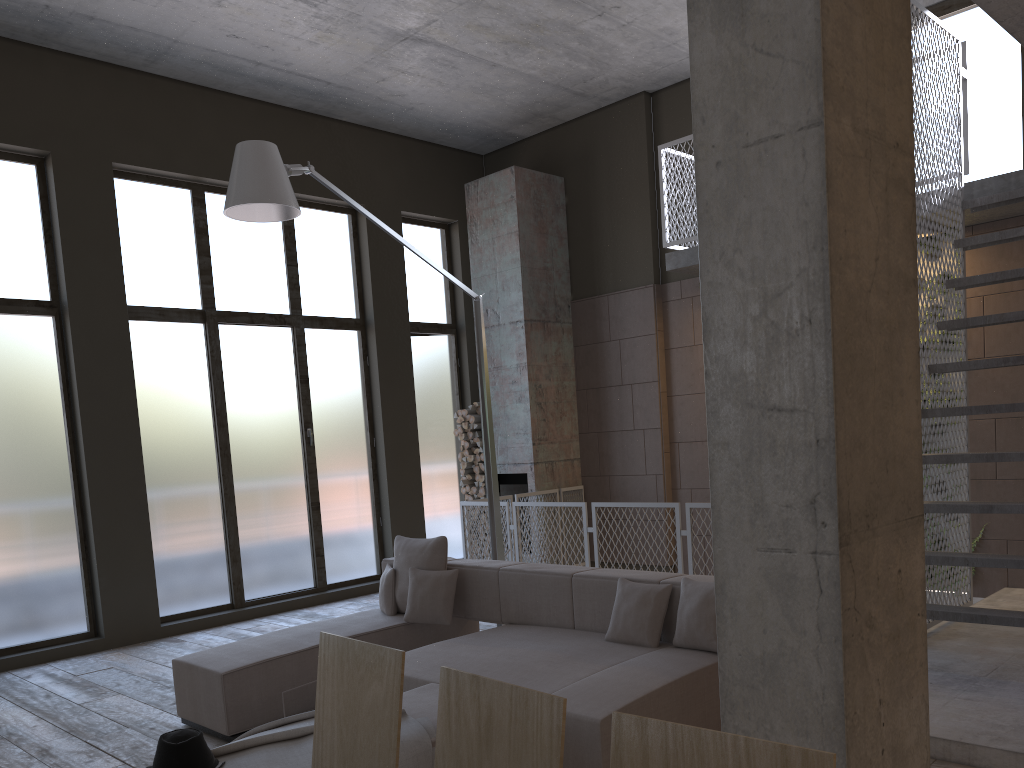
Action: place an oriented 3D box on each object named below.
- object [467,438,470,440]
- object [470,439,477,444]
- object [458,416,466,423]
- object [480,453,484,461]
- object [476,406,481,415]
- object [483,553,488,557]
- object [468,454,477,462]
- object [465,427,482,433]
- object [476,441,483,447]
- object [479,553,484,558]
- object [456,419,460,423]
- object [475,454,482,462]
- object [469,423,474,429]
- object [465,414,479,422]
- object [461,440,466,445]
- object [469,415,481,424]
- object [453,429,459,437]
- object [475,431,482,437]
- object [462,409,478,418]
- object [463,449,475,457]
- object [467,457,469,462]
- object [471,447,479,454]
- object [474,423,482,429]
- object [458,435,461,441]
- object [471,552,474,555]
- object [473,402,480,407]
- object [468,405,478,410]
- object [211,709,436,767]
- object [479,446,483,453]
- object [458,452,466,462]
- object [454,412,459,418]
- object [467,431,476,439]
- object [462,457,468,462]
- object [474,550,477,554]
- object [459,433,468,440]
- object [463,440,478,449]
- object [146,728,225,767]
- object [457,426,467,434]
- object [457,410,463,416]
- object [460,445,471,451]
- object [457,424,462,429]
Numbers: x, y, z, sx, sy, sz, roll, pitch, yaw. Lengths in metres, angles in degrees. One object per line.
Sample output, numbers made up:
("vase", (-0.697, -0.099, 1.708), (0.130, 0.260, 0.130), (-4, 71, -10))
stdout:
("object", (-0.425, 0.647, 10.616), (0.089, 0.057, 0.330), (-5, -3, 44))
("object", (-0.361, 0.681, 10.595), (0.064, 0.075, 0.357), (-3, -1, 43))
("object", (-0.459, 0.422, 10.589), (0.113, 0.080, 0.432), (-4, -3, 44))
("object", (-0.192, 0.861, 10.492), (0.092, 0.093, 0.434), (-3, -2, 44))
("object", (-0.287, 0.320, 10.532), (0.292, 0.108, 0.099), (-2, -1, -44))
("object", (-0.200, 2.038, 10.641), (0.361, 0.068, 0.122), (-1, -3, -44))
("object", (-0.323, 0.885, 10.603), (0.094, 0.084, 0.476), (-4, -2, 44))
("object", (-0.372, 0.547, 10.573), (0.115, 0.080, 0.432), (-5, -3, 44))
("object", (-0.255, 0.721, 10.508), (0.067, 0.085, 0.422), (-2, -1, 42))
("object", (-0.268, 2.060, 10.717), (0.064, 0.075, 0.357), (-3, -1, 43))
("object", (-0.502, 0.442, 10.687), (0.361, 0.069, 0.123), (-1, -3, -44))
("object", (-0.250, 0.876, 10.557), (0.091, 0.090, 0.452), (-3, -2, 44))
("object", (-0.338, 0.501, 10.515), (0.067, 0.067, 0.420), (-3, -2, 44))
("object", (-0.394, 0.405, 10.509), (0.104, 0.084, 0.360), (-4, -2, 44))
("object", (-0.482, 0.722, 10.702), (0.290, 0.103, 0.101), (-1, -1, -44))
("object", (-0.320, 0.418, 10.475), (0.093, 0.094, 0.434), (-3, -2, 44))
("object", (-0.521, 0.584, 10.688), (0.091, 0.093, 0.434), (-3, -2, 44))
("object", (-0.275, 0.591, 10.529), (0.067, 0.072, 0.420), (-3, -2, 44))
("object", (-0.461, 0.350, 10.519), (0.104, 0.104, 0.290), (-3, -1, 44))
("object", (-0.402, 0.825, 10.682), (0.092, 0.094, 0.434), (-3, -2, 44))
("object", (-0.375, 0.902, 10.659), (0.067, 0.068, 0.420), (-3, -2, 44))
("object", (-0.330, 0.802, 10.644), (0.101, 0.087, 0.360), (-4, -2, 44))
("object", (-0.281, 0.493, 10.458), (0.066, 0.068, 0.420), (-3, -2, 44))
("object", (-0.483, 0.644, 10.665), (0.067, 0.068, 0.420), (-3, -2, 44))
("object", (-0.389, 2.102, 10.824), (0.290, 0.103, 0.101), (-1, -1, -44))
("object", (-0.315, 0.243, 10.504), (0.088, 0.056, 0.330), (-5, -3, 44))
("object", (-0.374, 0.286, 10.533), (0.065, 0.074, 0.357), (-3, -1, 43))
("object", (-1.074, 1.638, 3.390), (1.589, 0.506, 1.046), (-3, -2, -27))
("object", (-0.224, 0.774, 10.497), (0.071, 0.073, 0.420), (-3, -2, 44))
("object", (-0.506, 0.885, 10.733), (0.064, 0.126, 0.361), (-1, 0, 43))
("object", (-0.531, 0.373, 10.667), (0.067, 0.069, 0.420), (-3, -2, 44))
("object", (-0.344, 0.608, 10.559), (0.091, 0.090, 0.452), (-3, -2, 43))
("object", (-0.433, 0.907, 10.715), (0.067, 0.067, 0.420), (-3, -2, 44))
("object", (-0.332, 2.026, 10.738), (0.089, 0.057, 0.330), (-5, -3, 44))
("object", (-0.431, 0.627, 10.609), (0.094, 0.084, 0.476), (-4, -2, 44))
("object", (-0.445, 0.724, 10.605), (0.292, 0.108, 0.099), (-2, -1, -44))
("object", (-1.222, 1.372, 3.258), (0.303, 0.170, 0.296), (-5, -2, 32))
("object", (-0.464, 0.552, 10.621), (0.091, 0.090, 0.452), (-3, -2, 44))
("object", (-0.467, 0.352, 10.642), (0.091, 0.091, 0.452), (-3, -2, 43))
("object", (-0.524, 0.770, 10.634), (0.045, 0.073, 0.249), (-1, 0, 44))
("object", (-0.496, 0.514, 10.676), (0.066, 0.087, 0.422), (-2, -1, 43))
